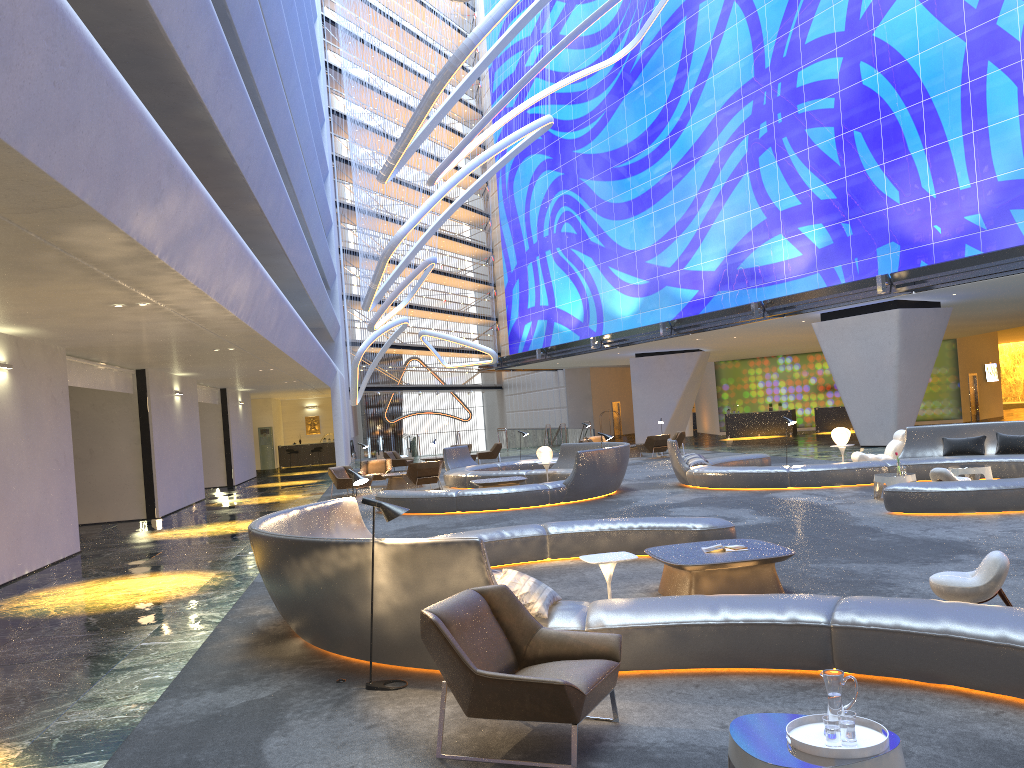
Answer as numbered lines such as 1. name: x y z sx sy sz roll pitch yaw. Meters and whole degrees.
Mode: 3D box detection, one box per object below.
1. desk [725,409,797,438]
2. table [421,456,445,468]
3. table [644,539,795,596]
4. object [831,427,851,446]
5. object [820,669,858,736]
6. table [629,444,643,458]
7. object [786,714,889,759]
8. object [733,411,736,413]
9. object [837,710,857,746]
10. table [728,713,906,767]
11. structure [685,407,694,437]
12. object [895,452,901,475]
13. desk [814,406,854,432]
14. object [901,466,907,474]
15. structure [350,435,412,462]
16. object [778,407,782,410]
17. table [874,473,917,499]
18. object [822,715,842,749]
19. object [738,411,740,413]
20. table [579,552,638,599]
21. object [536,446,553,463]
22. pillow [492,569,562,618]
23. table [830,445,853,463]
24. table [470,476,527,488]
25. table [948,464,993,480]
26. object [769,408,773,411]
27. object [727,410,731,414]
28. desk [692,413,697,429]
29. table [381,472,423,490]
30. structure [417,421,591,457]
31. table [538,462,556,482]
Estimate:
1. desk: 11.188 1.789 39.895 2.981 1.097 0.813 -5 -1 30
2. table: -2.715 2.911 32.757 1.203 0.392 1.203 -5 -2 9
3. table: 1.889 1.722 8.116 1.202 0.392 1.204 -4 -2 -8
4. object: 6.959 1.109 18.753 0.366 0.387 0.318 -4 -1 -26
5. object: 1.300 1.274 3.538 0.130 0.252 0.103 -4 0 -26
6. table: 3.987 2.351 30.845 1.202 0.392 1.204 -4 -2 -8
7. object: 1.280 1.384 3.493 0.381 0.038 0.381 -4 -2 -17
8. object: 10.079 1.277 40.196 0.108 0.108 0.111 -5 -1 26
9. object: 1.304 1.337 3.441 0.071 0.118 0.071 -4 -1 -41
10. table: 1.224 1.613 3.589 0.670 0.406 0.674 -4 -1 -12
11. structure: 9.028 1.666 45.488 1.021 2.051 0.773 -4 0 -30
12. object: 5.993 1.231 13.733 0.066 0.356 0.076 -4 0 -41
13. desk: 14.972 1.481 39.065 2.980 1.097 0.813 -5 -1 28
14. object: 6.110 1.345 13.841 0.071 0.118 0.151 -4 -1 2
15. structure: -7.758 7.264 54.140 3.015 8.237 19.845 -4 -2 -9
16. object: 11.886 1.093 39.251 0.150 0.145 0.150 -5 -1 25
17. table: 5.919 1.620 13.828 0.672 0.406 0.673 -6 -2 43
18. object: 1.232 1.341 3.404 0.071 0.118 0.071 -4 -1 -26
19. object: 10.259 1.280 40.107 0.072 0.070 0.073 -5 -1 26
20. table: 0.771 1.650 6.952 0.417 0.595 0.428 -4 -1 -12
21. object: 0.748 1.620 20.318 0.367 0.387 0.318 -4 -1 -1
22. pillow: -0.001 1.439 6.214 0.878 0.262 0.692 -6 -2 44
23. table: 7.013 1.599 18.800 0.417 0.595 0.428 -4 -1 -34
24. table: -0.278 2.261 19.135 1.202 0.392 1.204 -4 -2 -8
25. table: 7.348 1.532 14.324 0.674 0.406 0.671 -4 -1 11
26. object: 11.513 1.126 39.414 0.150 0.145 0.150 -5 -1 25
27. object: 9.857 1.277 40.306 0.149 0.149 0.149 -5 -1 26
28. desk: 11.054 2.351 55.912 2.981 1.097 0.813 -5 -1 30
29. table: -2.942 2.629 24.121 1.202 0.392 1.204 -4 -2 -9
30. structure: -1.476 6.882 55.530 9.301 8.398 19.749 -4 -2 -9
31. table: 0.820 2.109 20.354 0.418 0.595 0.428 -4 -1 -9
